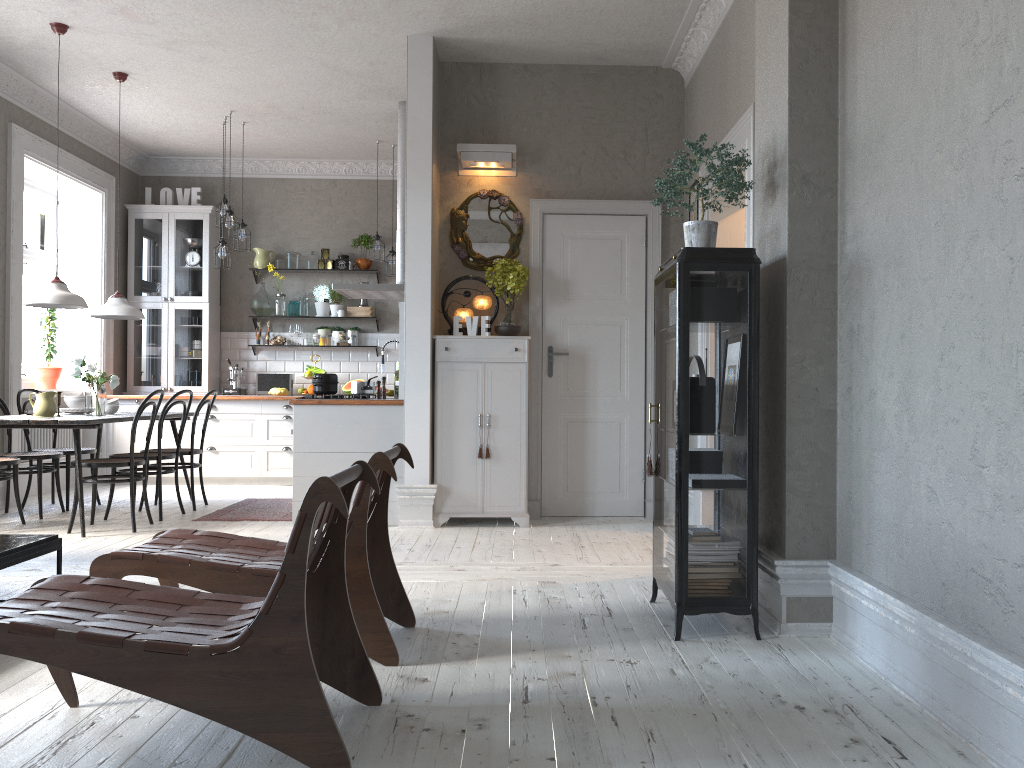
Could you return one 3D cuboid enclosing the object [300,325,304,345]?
[{"bbox_3d":[-2.201,-0.505,9.212,0.083,0.217,0.081,1,0,-15],"label":"object"}]

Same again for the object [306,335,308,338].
[{"bbox_3d":[-2.110,-0.471,9.234,0.077,0.083,0.079,0,0,17],"label":"object"}]

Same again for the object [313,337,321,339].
[{"bbox_3d":[-2.011,-0.456,9.119,0.076,0.051,0.078,0,0,18],"label":"object"}]

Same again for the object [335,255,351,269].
[{"bbox_3d":[-1.759,-1.260,9.247,0.142,0.174,0.142,0,0,-1],"label":"object"}]

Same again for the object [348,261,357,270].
[{"bbox_3d":[-1.649,-1.221,9.152,0.093,0.096,0.074,0,0,-1],"label":"object"}]

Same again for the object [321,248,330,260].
[{"bbox_3d":[-1.936,-1.343,9.183,0.084,0.113,0.081,1,0,-21],"label":"object"}]

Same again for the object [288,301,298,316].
[{"bbox_3d":[-2.271,-0.779,9.234,0.126,0.172,0.126,0,0,3],"label":"object"}]

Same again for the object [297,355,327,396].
[{"bbox_3d":[-2.004,-0.088,9.014,0.356,0.425,0.348,1,0,-16],"label":"object"}]

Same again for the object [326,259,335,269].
[{"bbox_3d":[-1.883,-1.231,9.192,0.082,0.113,0.083,0,0,9],"label":"object"}]

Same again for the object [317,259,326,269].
[{"bbox_3d":[-1.970,-1.231,9.193,0.083,0.113,0.082,0,0,-1],"label":"object"}]

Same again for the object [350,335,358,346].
[{"bbox_3d":[-1.636,-0.448,9.162,0.078,0.108,0.077,0,0,-7],"label":"object"}]

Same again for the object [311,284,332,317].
[{"bbox_3d":[-1.959,-0.869,9.246,0.242,0.354,0.237,0,0,17],"label":"object"}]

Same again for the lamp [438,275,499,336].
[{"bbox_3d":[-0.297,-0.487,6.249,0.447,0.558,0.172,0,0,6],"label":"lamp"}]

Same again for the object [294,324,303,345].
[{"bbox_3d":[-2.199,-0.506,9.123,0.083,0.217,0.081,1,0,-15],"label":"object"}]

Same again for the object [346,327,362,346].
[{"bbox_3d":[-1.653,-0.496,9.275,0.159,0.213,0.152,0,0,-3],"label":"object"}]

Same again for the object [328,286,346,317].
[{"bbox_3d":[-1.827,-0.880,9.199,0.188,0.380,0.166,1,-1,-40],"label":"object"}]

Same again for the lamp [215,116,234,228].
[{"bbox_3d":[-2.507,-2.239,7.744,0.148,1.735,0.145,1,0,-14],"label":"lamp"}]

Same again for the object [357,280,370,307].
[{"bbox_3d":[-1.544,-0.941,9.234,0.132,0.287,0.129,1,0,-16],"label":"object"}]

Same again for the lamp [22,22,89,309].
[{"bbox_3d":[-2.984,-1.432,5.817,0.371,1.858,0.387,0,-1,37],"label":"lamp"}]

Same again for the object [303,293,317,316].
[{"bbox_3d":[-2.123,-0.823,9.301,0.131,0.264,0.132,0,0,5],"label":"object"}]

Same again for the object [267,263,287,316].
[{"bbox_3d":[-2.412,-0.967,9.086,0.193,0.540,0.279,0,0,-9],"label":"object"}]

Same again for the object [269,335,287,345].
[{"bbox_3d":[-2.425,-0.452,9.168,0.179,0.111,0.095,1,0,-24],"label":"object"}]

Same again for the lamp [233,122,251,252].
[{"bbox_3d":[-2.399,-2.057,7.902,0.148,1.735,0.145,1,0,-14],"label":"lamp"}]

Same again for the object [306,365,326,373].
[{"bbox_3d":[-1.989,-0.144,8.989,0.210,0.101,0.067,0,0,5],"label":"object"}]

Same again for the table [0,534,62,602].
[{"bbox_3d":[-2.364,0.788,3.139,0.850,0.303,1.308,0,0,0],"label":"table"}]

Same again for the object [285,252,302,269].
[{"bbox_3d":[-2.270,-1.268,9.189,0.168,0.184,0.175,0,-1,38],"label":"object"}]

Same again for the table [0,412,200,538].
[{"bbox_3d":[-3.038,0.587,6.343,0.906,0.735,1.917,0,0,0],"label":"table"}]

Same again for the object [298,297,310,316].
[{"bbox_3d":[-2.147,-0.795,9.149,0.123,0.206,0.126,0,0,22],"label":"object"}]

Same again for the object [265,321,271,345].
[{"bbox_3d":[-2.527,-0.528,9.189,0.052,0.264,0.063,0,-1,35],"label":"object"}]

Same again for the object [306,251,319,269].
[{"bbox_3d":[-2.090,-1.284,9.290,0.143,0.220,0.137,1,-1,-41],"label":"object"}]

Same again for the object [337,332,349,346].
[{"bbox_3d":[-1.745,-0.465,9.176,0.121,0.147,0.099,1,-1,-33],"label":"object"}]

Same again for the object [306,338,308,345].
[{"bbox_3d":[-2.110,-0.438,9.234,0.077,0.083,0.079,0,0,17],"label":"object"}]

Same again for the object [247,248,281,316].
[{"bbox_3d":[-2.586,-1.036,9.125,0.341,0.674,0.331,1,-1,-33],"label":"object"}]

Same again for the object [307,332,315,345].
[{"bbox_3d":[-2.079,-0.466,9.160,0.080,0.139,0.077,1,-1,-28],"label":"object"}]

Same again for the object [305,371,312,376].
[{"bbox_3d":[-2.052,-0.102,8.942,0.058,0.069,0.080,0,0,19],"label":"object"}]

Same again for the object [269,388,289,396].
[{"bbox_3d":[-2.324,0.077,8.834,0.197,0.083,0.189,0,0,-1],"label":"object"}]

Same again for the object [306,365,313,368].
[{"bbox_3d":[-2.055,-0.166,8.991,0.074,0.058,0.050,1,0,-24],"label":"object"}]

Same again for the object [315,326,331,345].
[{"bbox_3d":[-1.974,-0.504,9.247,0.159,0.217,0.153,1,0,-21],"label":"object"}]

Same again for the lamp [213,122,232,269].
[{"bbox_3d":[-2.576,-1.899,7.898,0.149,1.735,0.144,1,-1,-34],"label":"lamp"}]

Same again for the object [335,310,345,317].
[{"bbox_3d":[-1.762,-0.727,9.137,0.104,0.071,0.064,0,-1,29],"label":"object"}]

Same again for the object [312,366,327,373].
[{"bbox_3d":[-1.960,-0.133,9.058,0.178,0.096,0.089,0,0,19],"label":"object"}]

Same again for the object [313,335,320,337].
[{"bbox_3d":[-2.011,-0.482,9.119,0.078,0.051,0.076,1,0,-15],"label":"object"}]

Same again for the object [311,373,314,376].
[{"bbox_3d":[-2.011,-0.079,8.959,0.063,0.061,0.066,0,0,-1],"label":"object"}]

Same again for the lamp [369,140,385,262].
[{"bbox_3d":[-1.283,-2.042,8.462,0.144,1.735,0.149,0,-1,31],"label":"lamp"}]

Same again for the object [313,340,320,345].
[{"bbox_3d":[-2.012,-0.422,9.119,0.078,0.051,0.077,0,0,-8],"label":"object"}]

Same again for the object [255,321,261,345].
[{"bbox_3d":[-2.633,-0.529,9.201,0.054,0.264,0.060,1,-1,-30],"label":"object"}]

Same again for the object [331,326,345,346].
[{"bbox_3d":[-1.819,-0.499,9.261,0.170,0.214,0.150,0,-1,29],"label":"object"}]

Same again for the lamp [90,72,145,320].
[{"bbox_3d":[-2.979,-1.425,6.711,0.378,1.858,0.381,0,0,7],"label":"lamp"}]

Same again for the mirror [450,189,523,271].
[{"bbox_3d":[-0.184,-1.114,6.387,0.533,0.593,0.071,0,0,-2],"label":"mirror"}]

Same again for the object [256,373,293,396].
[{"bbox_3d":[-2.420,0.007,9.034,0.352,0.226,0.088,0,0,-2],"label":"object"}]

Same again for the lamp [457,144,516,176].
[{"bbox_3d":[-0.178,-1.594,6.310,0.416,0.171,0.219,0,0,-2],"label":"lamp"}]

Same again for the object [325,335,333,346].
[{"bbox_3d":[-1.896,-0.449,9.178,0.078,0.108,0.077,0,0,-7],"label":"object"}]

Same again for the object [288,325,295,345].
[{"bbox_3d":[-2.288,-0.506,9.213,0.083,0.217,0.081,1,0,-15],"label":"object"}]

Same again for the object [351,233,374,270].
[{"bbox_3d":[-1.525,-1.370,9.210,0.257,0.397,0.245,0,0,24],"label":"object"}]

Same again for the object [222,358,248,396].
[{"bbox_3d":[-2.809,-0.068,8.933,0.206,0.370,0.353,0,0,0],"label":"object"}]

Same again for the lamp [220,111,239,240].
[{"bbox_3d":[-2.413,-2.110,7.588,0.150,1.735,0.143,1,-1,-44],"label":"lamp"}]

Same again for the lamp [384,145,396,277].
[{"bbox_3d":[-1.155,-1.917,8.599,0.149,1.735,0.144,1,-1,-29],"label":"lamp"}]

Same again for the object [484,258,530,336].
[{"bbox_3d":[-0.017,-0.600,6.181,0.291,0.553,0.347,0,-1,33],"label":"object"}]
